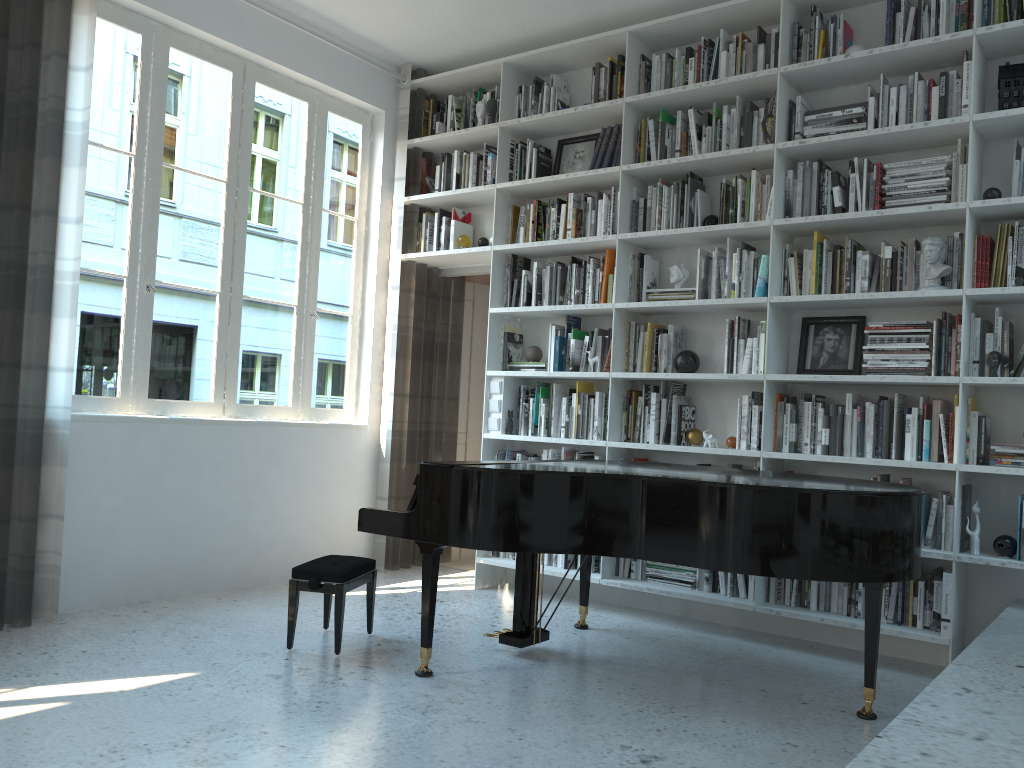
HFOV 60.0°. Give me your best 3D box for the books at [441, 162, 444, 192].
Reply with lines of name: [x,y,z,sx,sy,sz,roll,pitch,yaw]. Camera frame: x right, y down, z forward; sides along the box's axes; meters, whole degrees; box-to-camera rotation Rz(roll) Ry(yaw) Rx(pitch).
books: [-0.388,-1.289,5.690,0.022,0.228,0.171,2,-2,36]

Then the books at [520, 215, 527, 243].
books: [0.108,-0.895,5.292,0.026,0.195,0.175,2,-2,36]

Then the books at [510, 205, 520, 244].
books: [0.050,-0.929,5.348,0.012,0.263,0.180,2,-2,36]

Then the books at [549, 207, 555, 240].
books: [0.271,-0.907,5.193,0.011,0.229,0.170,2,-2,36]

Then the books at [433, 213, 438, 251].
books: [-0.444,-0.950,5.724,0.022,0.281,0.156,2,-2,36]

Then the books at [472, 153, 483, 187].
books: [-0.185,-1.295,5.541,0.030,0.251,0.166,2,-2,36]

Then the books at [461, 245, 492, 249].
books: [-0.178,-0.833,5.525,0.285,0.012,0.159,1,-3,38]

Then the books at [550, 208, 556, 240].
books: [0.284,-0.901,5.175,0.031,0.217,0.173,2,-2,36]

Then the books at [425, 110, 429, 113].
books: [-0.523,-1.664,5.841,0.011,0.241,0.151,2,-2,36]

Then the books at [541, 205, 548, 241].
books: [0.220,-0.918,5.238,0.047,0.249,0.134,2,-2,36]

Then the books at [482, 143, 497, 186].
books: [-0.119,-1.320,5.497,0.012,0.303,0.189,2,-2,36]

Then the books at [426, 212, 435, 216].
books: [-0.522,-0.961,5.801,0.013,0.302,0.135,2,-2,36]

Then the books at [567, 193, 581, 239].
books: [0.382,-0.934,5.091,0.030,0.285,0.185,2,-2,36]

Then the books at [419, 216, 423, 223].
books: [-0.574,-0.949,5.795,0.011,0.272,0.188,2,-2,36]

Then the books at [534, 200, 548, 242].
books: [0.187,-0.934,5.241,0.011,0.277,0.164,2,-2,36]

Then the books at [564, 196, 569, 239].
books: [0.363,-0.926,5.111,0.023,0.271,0.187,2,-2,36]

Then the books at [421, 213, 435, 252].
books: [-0.521,-0.952,5.771,0.023,0.281,0.170,2,-2,36]

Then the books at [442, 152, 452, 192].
books: [-0.371,-1.316,5.673,0.023,0.282,0.186,2,-2,36]

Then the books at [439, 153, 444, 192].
books: [-0.410,-1.323,5.726,0.011,0.296,0.162,2,-2,36]

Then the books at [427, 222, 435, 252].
books: [-0.487,-0.920,5.744,0.010,0.220,0.181,2,-2,36]

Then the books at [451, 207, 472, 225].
books: [-0.326,-0.956,5.632,0.013,0.298,0.179,2,-2,36]

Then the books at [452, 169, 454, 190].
books: [-0.318,-1.292,5.660,0.024,0.239,0.155,2,-2,36]

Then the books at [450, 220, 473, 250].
books: [-0.319,-0.912,5.607,0.029,0.211,0.187,2,-2,36]

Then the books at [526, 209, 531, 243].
books: [0.147,-0.910,5.280,0.030,0.230,0.172,2,-2,36]

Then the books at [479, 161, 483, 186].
books: [-0.151,-1.274,5.538,0.028,0.212,0.138,2,-2,36]

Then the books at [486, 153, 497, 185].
books: [-0.083,-1.282,5.460,0.029,0.229,0.191,2,-2,36]

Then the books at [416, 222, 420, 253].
books: [-0.559,-0.926,5.796,0.013,0.228,0.179,2,-2,36]

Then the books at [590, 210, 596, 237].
books: [0.492,-0.880,5.038,0.022,0.186,0.136,2,-2,36]

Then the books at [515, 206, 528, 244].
books: [0.089,-0.925,5.339,0.062,0.258,0.153,2,-2,36]

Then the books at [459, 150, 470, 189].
books: [-0.271,-1.317,5.619,0.037,0.291,0.155,2,-2,36]

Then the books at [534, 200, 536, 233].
books: [0.181,-0.935,5.259,0.020,0.281,0.164,2,-2,36]

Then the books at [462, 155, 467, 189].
books: [-0.247,-1.296,5.589,0.012,0.249,0.192,2,-2,36]

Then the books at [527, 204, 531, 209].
books: [0.135,-0.927,5.296,0.010,0.262,0.151,2,-2,36]

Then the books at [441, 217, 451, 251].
books: [-0.377,-0.927,5.641,0.021,0.237,0.189,2,-2,36]

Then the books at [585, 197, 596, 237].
books: [0.475,-0.918,5.055,0.029,0.260,0.157,2,-2,36]

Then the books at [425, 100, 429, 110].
books: [-0.538,-1.698,5.838,0.012,0.307,0.180,2,-2,36]

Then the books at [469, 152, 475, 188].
books: [-0.206,-1.301,5.558,0.025,0.261,0.167,2,-2,36]

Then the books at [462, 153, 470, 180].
books: [-0.256,-1.306,5.597,0.013,0.268,0.162,2,-2,36]

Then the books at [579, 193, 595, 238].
books: [0.442,-0.931,5.076,0.025,0.286,0.161,2,-2,36]

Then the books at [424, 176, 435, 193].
books: [-0.490,-1.264,5.791,0.121,0.175,0.129,2,-2,36]

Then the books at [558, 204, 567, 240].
books: [0.332,-0.910,5.152,0.047,0.238,0.162,2,-2,36]

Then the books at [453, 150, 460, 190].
books: [-0.306,-1.316,5.620,0.021,0.286,0.179,2,-2,36]

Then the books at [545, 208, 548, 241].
books: [0.246,-0.908,5.224,0.012,0.230,0.149,2,-2,36]

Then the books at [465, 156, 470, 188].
books: [-0.233,-1.293,5.579,0.021,0.244,0.174,2,-2,36]

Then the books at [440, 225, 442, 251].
books: [-0.394,-0.904,5.675,0.024,0.193,0.181,2,-2,36]

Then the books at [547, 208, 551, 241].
books: [0.257,-0.902,5.195,0.014,0.218,0.164,2,-2,36]

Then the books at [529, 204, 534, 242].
books: [0.165,-0.921,5.265,0.014,0.252,0.187,2,-2,36]

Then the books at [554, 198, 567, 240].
books: [0.306,-0.928,5.167,0.014,0.272,0.180,2,-2,36]

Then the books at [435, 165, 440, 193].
books: [-0.433,-1.284,5.737,0.034,0.217,0.166,2,-2,36]

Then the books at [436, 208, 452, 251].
books: [-0.414,-0.958,5.676,0.013,0.297,0.187,2,-2,36]

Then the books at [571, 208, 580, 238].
books: [0.401,-0.888,5.069,0.029,0.195,0.192,2,-2,36]

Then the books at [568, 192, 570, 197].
books: [0.360,-0.942,5.137,0.014,0.304,0.151,2,-2,36]

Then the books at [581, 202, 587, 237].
books: [0.449,-0.905,5.055,0.013,0.232,0.171,2,-2,36]

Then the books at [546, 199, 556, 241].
books: [0.255,-0.931,5.214,0.012,0.277,0.150,2,-2,36]

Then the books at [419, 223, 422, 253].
books: [-0.548,-0.923,5.789,0.013,0.222,0.162,2,-2,36]

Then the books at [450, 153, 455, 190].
books: [-0.337,-1.316,5.676,0.028,0.288,0.132,2,-2,36]

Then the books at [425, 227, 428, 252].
books: [-0.498,-0.909,5.761,0.029,0.197,0.160,2,-2,36]

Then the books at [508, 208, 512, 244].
books: [0.032,-0.924,5.381,0.012,0.254,0.161,2,-2,36]

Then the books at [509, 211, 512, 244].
books: [0.040,-0.914,5.364,0.022,0.232,0.151,2,-2,36]
